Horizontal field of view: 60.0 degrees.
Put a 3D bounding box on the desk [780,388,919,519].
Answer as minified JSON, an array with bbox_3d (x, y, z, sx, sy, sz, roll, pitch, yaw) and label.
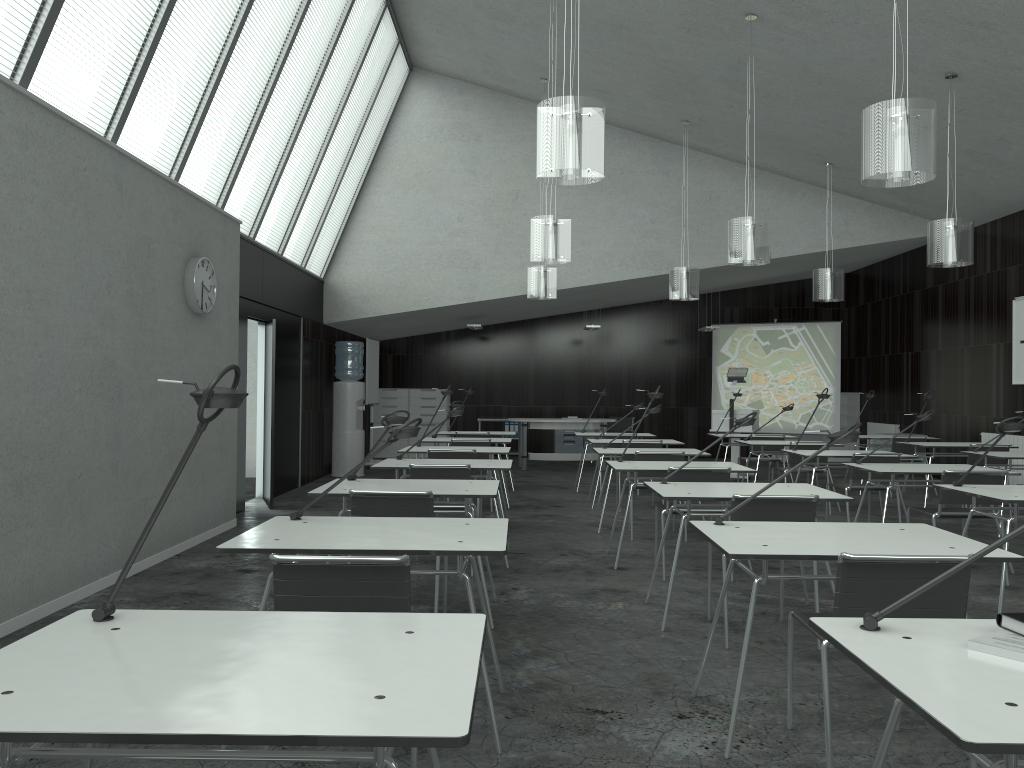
[{"bbox_3d":[2.784,0.698,7.386,0.900,1.321,0.700,1,-1,1],"label":"desk"}]

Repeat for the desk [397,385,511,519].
[{"bbox_3d":[-0.466,0.665,7.433,0.900,1.321,0.700,1,-1,2],"label":"desk"}]

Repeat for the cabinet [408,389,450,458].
[{"bbox_3d":[-1.399,0.739,15.093,0.639,1.292,0.587,1,-1,1],"label":"cabinet"}]

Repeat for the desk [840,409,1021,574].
[{"bbox_3d":[2.776,0.769,5.952,0.900,1.153,0.700,1,-1,1],"label":"desk"}]

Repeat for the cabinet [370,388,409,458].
[{"bbox_3d":[-2.047,0.733,15.099,0.639,1.292,0.587,1,-1,1],"label":"cabinet"}]

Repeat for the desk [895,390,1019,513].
[{"bbox_3d":[4.413,0.727,8.846,0.900,1.321,0.700,1,-1,-1],"label":"desk"}]

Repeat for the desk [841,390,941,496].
[{"bbox_3d":[4.377,0.740,10.309,0.900,1.321,0.700,1,-1,0],"label":"desk"}]

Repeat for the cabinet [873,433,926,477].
[{"bbox_3d":[5.469,1.110,12.544,0.598,0.648,0.502,1,-1,0],"label":"cabinet"}]

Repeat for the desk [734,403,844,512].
[{"bbox_3d":[2.749,0.794,8.867,0.900,1.153,0.700,1,-1,1],"label":"desk"}]

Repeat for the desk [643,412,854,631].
[{"bbox_3d":[1.162,0.739,4.509,0.900,1.153,0.700,1,-1,1],"label":"desk"}]

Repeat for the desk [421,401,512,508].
[{"bbox_3d":[-0.456,0.762,8.888,0.900,1.153,0.700,1,-1,1],"label":"desk"}]

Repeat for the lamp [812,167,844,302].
[{"bbox_3d":[3.722,-1.969,10.424,0.350,1.761,0.359,1,-1,1],"label":"lamp"}]

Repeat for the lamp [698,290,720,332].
[{"bbox_3d":[3.023,-2.708,13.553,0.212,3.595,0.600,1,-1,1],"label":"lamp"}]

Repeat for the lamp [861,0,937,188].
[{"bbox_3d":[1.982,-2.313,4.538,0.350,2.307,0.359,1,-1,1],"label":"lamp"}]

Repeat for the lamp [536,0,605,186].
[{"bbox_3d":[0.313,-2.600,4.556,0.350,2.848,0.359,1,-1,1],"label":"lamp"}]

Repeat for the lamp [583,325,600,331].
[{"bbox_3d":[1.237,-2.726,13.569,0.212,3.595,0.600,1,-1,1],"label":"lamp"}]

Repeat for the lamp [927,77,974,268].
[{"bbox_3d":[3.695,-1.996,7.472,0.350,1.761,0.359,1,-1,1],"label":"lamp"}]

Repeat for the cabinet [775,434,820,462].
[{"bbox_3d":[4.811,0.798,15.035,0.639,1.285,0.587,1,-1,1],"label":"cabinet"}]

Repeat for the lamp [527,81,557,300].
[{"bbox_3d":[0.367,-2.547,10.460,0.350,2.848,0.359,1,-1,1],"label":"lamp"}]

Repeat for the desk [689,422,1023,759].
[{"bbox_3d":[1.116,0.726,3.039,0.900,1.153,0.700,1,-1,1],"label":"desk"}]

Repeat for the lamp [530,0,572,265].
[{"bbox_3d":[0.340,-2.573,7.508,0.350,2.848,0.359,1,-1,1],"label":"lamp"}]

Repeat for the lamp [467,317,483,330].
[{"bbox_3d":[-0.549,-2.744,13.586,0.212,3.595,0.600,1,-1,1],"label":"lamp"}]

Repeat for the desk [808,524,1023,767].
[{"bbox_3d":[1.091,0.713,1.593,0.900,1.153,0.700,1,-1,1],"label":"desk"}]

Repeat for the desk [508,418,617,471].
[{"bbox_3d":[0.740,0.978,12.889,1.600,0.818,0.910,1,-1,-4],"label":"desk"}]

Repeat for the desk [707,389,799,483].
[{"bbox_3d":[2.787,0.724,10.314,0.900,1.321,0.700,1,-1,1],"label":"desk"}]

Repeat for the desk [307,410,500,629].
[{"bbox_3d":[-0.520,0.723,4.529,0.900,1.153,0.700,1,-1,1],"label":"desk"}]

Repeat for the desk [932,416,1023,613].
[{"bbox_3d":[2.749,0.755,4.513,0.900,1.153,0.700,1,-1,-1],"label":"desk"}]

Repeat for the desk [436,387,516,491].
[{"bbox_3d":[-0.407,0.692,10.364,0.900,1.321,0.700,1,-1,1],"label":"desk"}]

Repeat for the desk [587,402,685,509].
[{"bbox_3d":[1.223,0.779,8.899,0.900,1.153,0.700,1,-1,1],"label":"desk"}]

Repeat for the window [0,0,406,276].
[{"bbox_3d":[-1.971,-3.058,4.938,1.144,3.101,12.775,1,-1,1],"label":"window"}]

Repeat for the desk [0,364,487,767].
[{"bbox_3d":[-0.508,0.613,1.606,0.900,1.321,0.700,1,-1,1],"label":"desk"}]

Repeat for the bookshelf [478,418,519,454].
[{"bbox_3d":[-0.178,1.028,15.167,0.817,0.739,0.403,1,-1,1],"label":"bookshelf"}]

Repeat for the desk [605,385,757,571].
[{"bbox_3d":[1.109,0.668,5.971,0.900,1.321,0.700,1,-1,1],"label":"desk"}]

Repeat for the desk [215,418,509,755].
[{"bbox_3d":[-0.466,0.710,3.068,0.900,1.153,0.700,1,-1,1],"label":"desk"}]

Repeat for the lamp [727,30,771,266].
[{"bbox_3d":[2.010,-2.286,7.490,0.350,2.307,0.359,1,-1,1],"label":"lamp"}]

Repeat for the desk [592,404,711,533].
[{"bbox_3d":[1.146,0.765,7.417,0.900,1.153,0.700,1,-1,1],"label":"desk"}]

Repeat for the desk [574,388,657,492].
[{"bbox_3d":[1.185,0.708,10.319,0.900,1.321,0.700,1,-1,2],"label":"desk"}]

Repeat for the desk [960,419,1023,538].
[{"bbox_3d":[4.349,0.797,7.392,0.900,1.153,0.700,1,-1,1],"label":"desk"}]

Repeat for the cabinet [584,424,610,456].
[{"bbox_3d":[1.475,1.092,15.061,0.502,0.648,0.598,1,-1,0],"label":"cabinet"}]

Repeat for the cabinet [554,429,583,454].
[{"bbox_3d":[0.960,1.087,15.066,0.502,0.648,0.598,1,-1,0],"label":"cabinet"}]

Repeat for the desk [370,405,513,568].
[{"bbox_3d":[-0.451,0.736,5.988,0.900,1.153,0.700,1,-1,1],"label":"desk"}]

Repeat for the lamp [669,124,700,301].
[{"bbox_3d":[2.037,-2.259,10.442,0.350,2.307,0.359,1,-1,1],"label":"lamp"}]

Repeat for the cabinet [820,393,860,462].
[{"bbox_3d":[5.458,0.804,15.029,0.639,1.285,0.587,1,-1,1],"label":"cabinet"}]
